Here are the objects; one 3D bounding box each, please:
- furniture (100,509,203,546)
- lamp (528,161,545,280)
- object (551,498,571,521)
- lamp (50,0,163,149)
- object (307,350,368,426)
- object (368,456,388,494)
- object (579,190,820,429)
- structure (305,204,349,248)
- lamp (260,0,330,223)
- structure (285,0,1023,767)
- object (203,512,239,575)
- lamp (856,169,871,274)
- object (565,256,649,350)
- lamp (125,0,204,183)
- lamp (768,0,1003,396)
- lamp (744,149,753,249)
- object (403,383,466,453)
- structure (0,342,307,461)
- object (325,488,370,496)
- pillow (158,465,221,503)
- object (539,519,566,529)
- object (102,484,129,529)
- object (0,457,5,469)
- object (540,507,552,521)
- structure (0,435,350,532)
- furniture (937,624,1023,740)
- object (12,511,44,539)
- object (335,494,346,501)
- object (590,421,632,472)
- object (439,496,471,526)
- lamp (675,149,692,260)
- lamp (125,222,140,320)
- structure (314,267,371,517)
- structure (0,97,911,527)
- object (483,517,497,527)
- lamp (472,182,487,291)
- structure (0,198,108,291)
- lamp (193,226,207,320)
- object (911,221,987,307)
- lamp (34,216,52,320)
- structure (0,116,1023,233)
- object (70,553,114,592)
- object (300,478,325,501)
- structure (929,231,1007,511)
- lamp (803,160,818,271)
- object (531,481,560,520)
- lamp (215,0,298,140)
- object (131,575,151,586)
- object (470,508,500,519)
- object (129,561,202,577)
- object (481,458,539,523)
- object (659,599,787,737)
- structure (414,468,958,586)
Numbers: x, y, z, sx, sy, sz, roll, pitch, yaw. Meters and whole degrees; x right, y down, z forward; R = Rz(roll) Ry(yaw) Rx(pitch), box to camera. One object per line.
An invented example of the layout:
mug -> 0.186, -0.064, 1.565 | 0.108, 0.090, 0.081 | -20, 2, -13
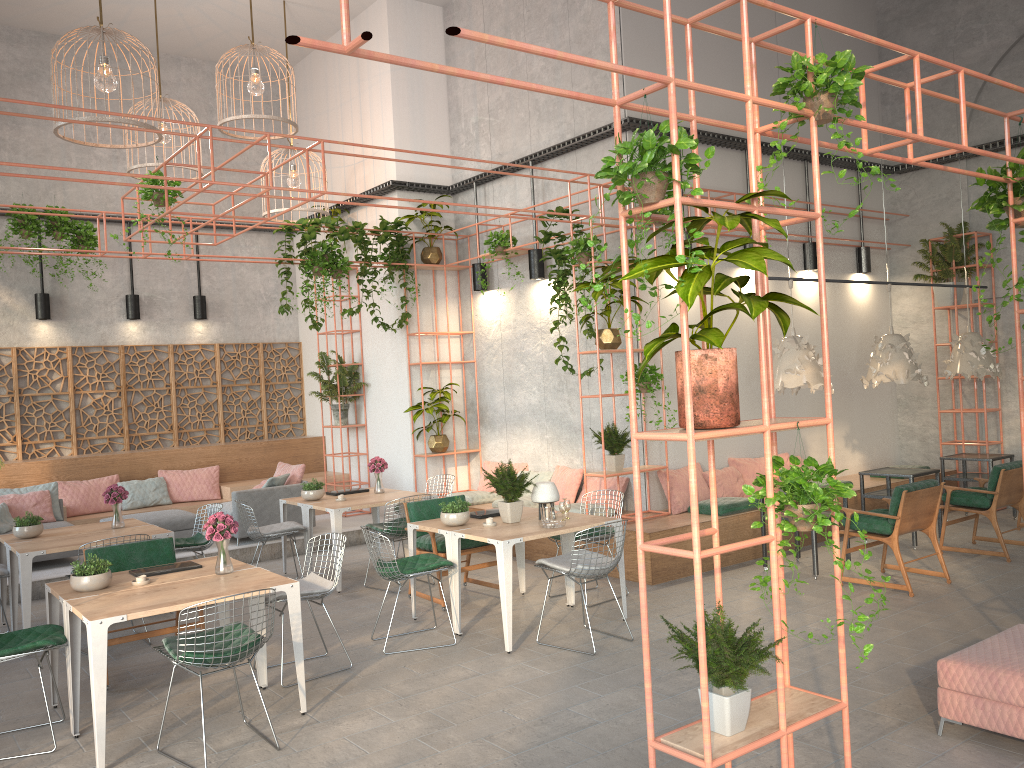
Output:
furniture -> -4.374, 1.795, 10.739 | 0.975, 0.446, 0.941 | -3, 0, -37
lamp -> 0.268, -1.987, 10.751 | 0.185, 1.425, 0.179 | -3, 0, -37
object -> 0.429, 1.043, 7.375 | 0.165, 0.154, 0.210 | -3, 0, 43
lamp -> -3.681, -3.946, 7.886 | 0.883, 3.476, 0.883 | -3, 0, 16
object -> -2.535, 0.053, 12.920 | 0.900, 1.097, 0.894 | -3, 0, -8
object -> -1.494, 1.013, 9.896 | 0.225, 0.414, 0.213 | -3, 0, -44
object -> 0.746, -0.294, 3.555 | 0.924, 0.946, 0.923 | -3, 0, 19
structure -> -2.695, -2.231, 12.888 | 0.903, 0.803, 0.934 | -3, 0, 25
lamp -> -3.012, -3.991, 11.986 | 0.883, 3.476, 0.883 | -3, 0, 16
structure -> 3.312, -0.011, 3.599 | 14.689, 4.247, 4.157 | -3, 0, -37
object -> -1.934, 1.058, 5.908 | 0.225, 0.414, 0.213 | -3, 0, -44
lamp -> 4.810, -2.240, 12.207 | 0.179, 1.425, 0.185 | -3, 0, -37
object -> 0.952, -0.822, 9.048 | 0.903, 0.947, 0.934 | -3, 0, 15
lamp -> -4.392, -4.332, 10.999 | 0.883, 3.476, 0.883 | -3, 0, 16
lamp -> 4.120, -1.979, 9.780 | 4.456, 4.052, 0.704 | -3, 0, -37
lamp -> 2.886, -2.131, 10.767 | 0.179, 1.425, 0.185 | -3, 0, -37
object -> -1.047, 0.457, 11.863 | 0.903, 0.919, 0.934 | -3, 0, 25
structure -> -6.776, 0.546, 12.191 | 9.782, 2.103, 0.132 | -3, 0, -37
object -> -1.869, 1.225, 10.082 | 0.427, 0.031, 0.268 | -3, 0, -37
pillow -> -4.558, 1.424, 12.524 | 0.839, 0.474, 0.276 | -3, 0, -16
object -> 0.318, 1.102, 6.980 | 0.218, 0.041, 0.218 | -3, 0, -28
object -> -3.686, 1.137, 8.256 | 0.225, 0.414, 0.213 | -3, 0, -44
object -> -3.132, 0.293, 4.474 | 0.900, 1.100, 0.894 | -3, 0, -8
object -> 0.280, 1.065, 7.220 | 0.095, 0.119, 0.095 | -3, 0, -13
structure -> -5.959, 1.555, 10.677 | 9.152, 1.111, 3.396 | -3, 0, -37
furniture -> 2.913, 1.608, 4.636 | 0.976, 0.446, 0.941 | -3, 0, -37
object -> -4.346, 1.258, 7.965 | 0.252, 0.247, 0.247 | -3, 0, -37
object -> -1.816, 1.204, 9.411 | 0.115, 0.078, 0.115 | -3, 0, -31
object -> 1.037, 0.643, 9.183 | 0.368, 0.527, 0.438 | -3, 0, -37
object -> -0.472, 1.046, 7.339 | 0.254, 0.247, 0.248 | -3, 0, -37
lamp -> 1.919, -2.076, 10.044 | 0.179, 1.425, 0.185 | -3, 0, -37
lamp -> -5.603, -1.663, 13.035 | 0.185, 1.436, 0.185 | -3, 0, 4
structure -> -2.495, 0.107, 13.034 | 0.424, 3.596, 0.624 | -3, 0, -37
structure -> 0.045, -0.404, 10.599 | 14.096, 4.345, 4.501 | -3, 0, -38
object -> -0.183, 1.119, 7.220 | 0.115, 0.078, 0.115 | -3, 0, -31
lamp -> -0.454, -1.949, 11.719 | 0.185, 1.425, 0.179 | -3, 0, -37
structure -> -6.116, -1.859, 11.712 | 1.434, 1.290, 0.670 | -3, 0, -37
lamp -> -4.820, -1.707, 13.621 | 0.179, 1.436, 0.185 | -3, 0, -37
object -> 5.763, -1.574, 11.705 | 0.894, 1.101, 0.900 | -3, 0, 22
lamp -> -6.554, -1.609, 12.324 | 0.185, 1.436, 0.185 | -3, 0, 4
structure -> -0.214, -2.694, 7.638 | 15.203, 0.110, 15.603 | -3, 0, -37
object -> -2.686, 1.197, 5.660 | 0.252, 0.247, 0.247 | -3, 0, -37
object -> -2.159, 1.135, 9.601 | 0.254, 0.247, 0.248 | -3, 0, -37
structure -> 5.993, -0.153, 11.674 | 0.430, 3.597, 0.630 | -3, 0, -37
lamp -> 3.843, -2.185, 11.483 | 0.179, 1.425, 0.185 | -3, 0, -37
object -> 0.281, 0.980, 7.435 | 0.241, 0.313, 0.241 | -3, 0, 8
lamp -> -2.976, -4.626, 10.073 | 0.883, 3.476, 0.883 | -3, 0, 16
object -> -2.395, 1.265, 5.727 | 0.115, 0.073, 0.115 | -3, 0, -42
object -> -0.183, 1.137, 7.820 | 0.427, 0.031, 0.268 | -3, 0, -37
object -> -2.398, 1.287, 6.140 | 0.427, 0.031, 0.268 | -3, 0, -37
object -> -0.037, 0.880, 7.337 | 0.368, 0.527, 0.438 | -3, 0, -37
object -> 0.856, 1.169, 3.668 | 0.368, 0.527, 0.438 | -3, 0, -37
structure -> 2.339, 1.600, 11.913 | 5.831, 0.500, 4.386 | -3, 0, -37
